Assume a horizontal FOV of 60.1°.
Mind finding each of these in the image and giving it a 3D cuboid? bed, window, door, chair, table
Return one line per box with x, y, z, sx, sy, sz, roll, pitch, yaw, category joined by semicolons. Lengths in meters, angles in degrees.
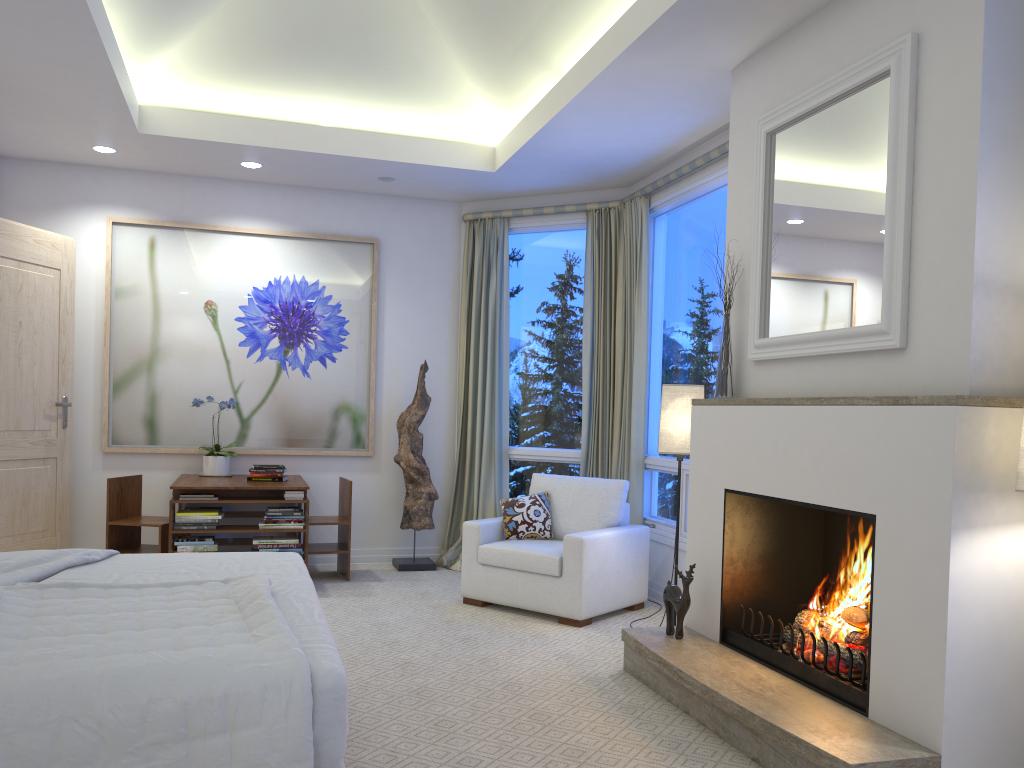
-1.519;0.677;2.342;2.020;0.815;1.968;2;-1;-17;bed
1.073;-0.168;3.068;0.814;2.026;6.842;1;-1;-17;window
-2.796;0.088;4.475;0.360;2.057;1.783;2;0;0;door
-1.198;0.891;5.475;0.340;0.611;0.340;1;1;-22;chair
1.048;-0.113;4.780;0.206;2.028;1.511;1;0;-17;window
-2.135;0.855;5.218;0.340;0.611;0.340;2;0;8;chair
-1.636;0.879;5.336;0.740;0.600;0.900;2;-1;-17;table
0.238;0.865;4.855;0.806;0.707;0.688;1;0;38;chair

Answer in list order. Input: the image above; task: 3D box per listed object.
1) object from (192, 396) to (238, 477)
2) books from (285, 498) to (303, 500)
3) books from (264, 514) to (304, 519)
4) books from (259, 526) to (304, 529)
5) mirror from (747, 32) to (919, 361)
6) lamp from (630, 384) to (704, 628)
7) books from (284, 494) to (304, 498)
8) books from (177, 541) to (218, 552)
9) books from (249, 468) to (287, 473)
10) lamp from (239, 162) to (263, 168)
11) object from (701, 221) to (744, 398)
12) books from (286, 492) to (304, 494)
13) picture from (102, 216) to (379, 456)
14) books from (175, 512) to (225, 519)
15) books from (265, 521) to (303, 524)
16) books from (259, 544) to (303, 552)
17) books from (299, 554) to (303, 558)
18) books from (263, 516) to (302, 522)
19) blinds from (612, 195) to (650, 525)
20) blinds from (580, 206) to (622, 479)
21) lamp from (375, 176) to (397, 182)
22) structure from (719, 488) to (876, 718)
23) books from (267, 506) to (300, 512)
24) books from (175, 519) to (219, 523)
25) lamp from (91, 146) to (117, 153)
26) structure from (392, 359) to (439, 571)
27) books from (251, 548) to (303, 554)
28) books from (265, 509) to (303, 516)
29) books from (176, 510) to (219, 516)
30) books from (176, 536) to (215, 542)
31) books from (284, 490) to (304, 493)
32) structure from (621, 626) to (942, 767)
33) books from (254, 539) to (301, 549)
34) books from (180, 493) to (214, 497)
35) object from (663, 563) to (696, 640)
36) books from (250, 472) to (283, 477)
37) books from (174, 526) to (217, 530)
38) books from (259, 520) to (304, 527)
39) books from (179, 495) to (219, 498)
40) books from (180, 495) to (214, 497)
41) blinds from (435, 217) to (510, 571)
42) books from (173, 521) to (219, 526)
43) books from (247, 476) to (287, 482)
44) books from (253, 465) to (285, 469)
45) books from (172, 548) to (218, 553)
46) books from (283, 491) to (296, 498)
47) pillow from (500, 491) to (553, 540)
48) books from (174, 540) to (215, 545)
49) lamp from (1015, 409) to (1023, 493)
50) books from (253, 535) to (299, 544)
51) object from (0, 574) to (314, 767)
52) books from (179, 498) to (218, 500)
-1.877;0.328;5.582;0.305;0.505;0.216;2;1;-17;object
-1.250;0.650;5.067;0.101;0.012;0.140;2;-2;-17;books
-1.305;0.757;5.072;0.218;0.017;0.137;2;-2;-17;books
-1.317;0.811;5.072;0.239;0.017;0.173;2;-2;-12;books
1.063;-0.569;3.051;0.039;0.941;0.840;1;0;-17;mirror
0.721;0.628;4.798;0.276;1.206;1.529;2;-1;-4;lamp
-1.252;0.633;5.072;0.108;0.020;0.151;2;-2;-17;books
-1.742;0.901;4.914;0.208;0.036;0.144;2;-2;-17;books
-1.470;0.519;5.340;0.205;0.020;0.124;2;-2;-7;books
-1.570;-1.314;5.335;0.137;0.014;0.137;4;-3;-45;lamp
0.833;-0.288;3.536;0.189;0.693;0.193;2;1;11;object
-1.247;0.615;5.067;0.100;0.012;0.140;2;-2;-17;books
-1.725;-0.275;5.741;1.681;1.462;0.030;2;1;-17;picture
-1.738;0.735;4.943;0.239;0.019;0.173;2;-2;-12;books
-1.307;0.785;5.066;0.205;0.011;0.148;2;-2;-17;books
-1.319;0.940;5.067;0.234;0.018;0.169;2;-2;-12;books
-1.344;0.977;5.076;0.276;0.032;0.192;2;-2;-17;books
-1.313;0.772;5.066;0.209;0.015;0.145;2;-2;-17;books
0.635;0.063;5.394;0.267;2.370;0.524;1;1;-24;blinds
0.536;0.064;5.560;0.524;2.373;0.269;2;1;27;blinds
-0.790;-1.283;5.569;0.137;0.014;0.137;4;-3;-45;lamp
1.176;0.714;3.124;0.476;0.615;0.874;2;-1;-17;structure
-1.309;0.716;5.068;0.177;0.017;0.113;2;-2;-17;books
-1.750;0.753;4.930;0.222;0.020;0.154;2;-2;-17;books
-2.348;-1.344;5.101;0.137;0.014;0.137;4;-3;-45;lamp
-0.639;0.532;5.901;0.305;1.395;0.263;1;1;-16;structure
-1.344;0.954;5.062;0.284;0.018;0.181;2;-2;-17;books
-1.304;0.737;5.072;0.205;0.026;0.124;2;-2;-12;books
-1.749;0.718;4.932;0.217;0.019;0.157;2;-2;-17;books
-1.753;0.859;4.911;0.198;0.017;0.114;2;-2;-17;books
-1.247;0.615;5.066;0.103;0.013;0.142;2;-2;-17;books
0.782;1.088;3.017;0.329;0.172;1.454;2;-2;-17;structure
-1.343;0.916;5.067;0.257;0.034;0.155;2;-2;-17;books
-1.752;0.618;4.929;0.177;0.009;0.113;2;-2;-17;books
0.663;0.863;3.525;0.096;0.308;0.179;1;1;-30;object
-1.476;0.543;5.339;0.190;0.031;0.132;2;-2;-12;books
-1.758;0.791;4.924;0.217;0.020;0.157;2;-2;-17;books
-1.322;0.797;5.075;0.249;0.015;0.179;2;-2;-17;books
-1.739;0.630;4.927;0.201;0.015;0.140;2;-2;-17;books
-1.751;0.618;4.929;0.174;0.008;0.111;2;-2;-17;books
-0.265;0.051;5.943;0.642;2.376;0.294;2;1;25;blinds
-1.753;0.772;4.923;0.234;0.019;0.143;2;-2;-17;books
-1.473;0.571;5.349;0.212;0.027;0.154;2;-2;-2;books
-1.468;0.500;5.338;0.180;0.019;0.125;2;-2;-22;books
-1.755;0.928;4.912;0.233;0.023;0.141;2;-2;-17;books
-1.251;0.633;5.071;0.111;0.022;0.153;2;-2;-17;books
0.081;0.735;4.952;0.285;0.272;0.187;2;0;-7;pillow
-1.759;0.875;4.912;0.205;0.019;0.119;2;-2;-17;books
1.964;0.551;1.314;0.319;1.207;2.362;1;-1;-28;lamp
-1.353;0.891;5.063;0.249;0.022;0.179;2;-2;-17;books
-0.872;0.735;2.059;0.718;0.467;0.913;2;-1;-20;object
-1.738;0.630;4.927;0.201;0.014;0.136;2;-2;-17;books
